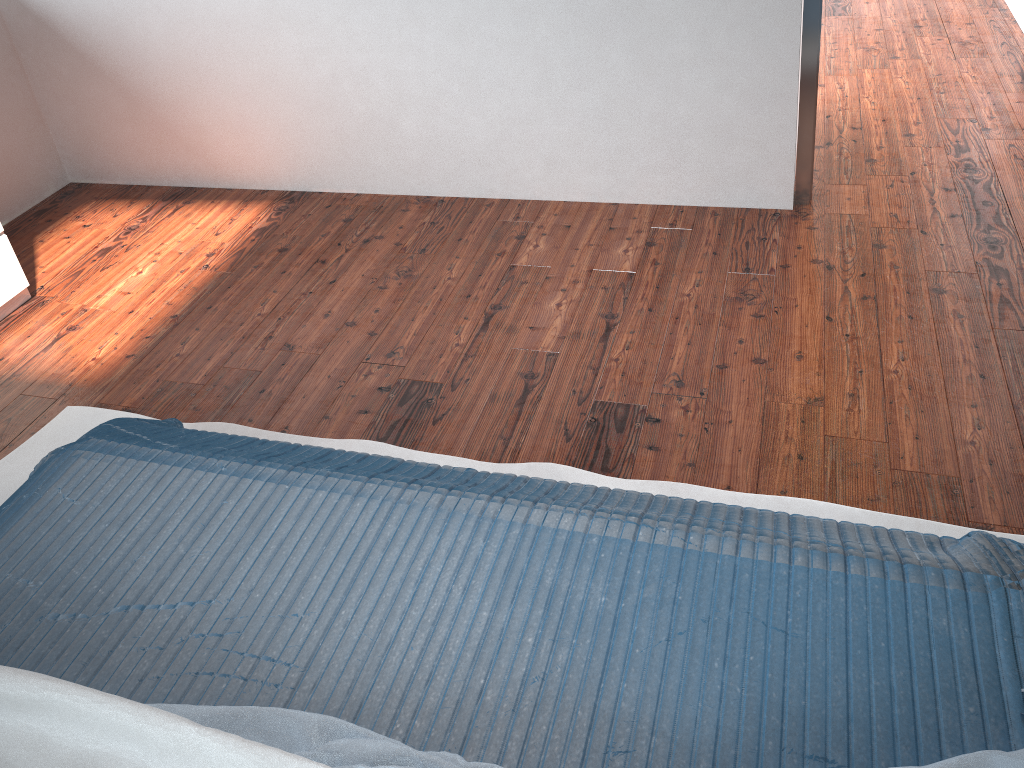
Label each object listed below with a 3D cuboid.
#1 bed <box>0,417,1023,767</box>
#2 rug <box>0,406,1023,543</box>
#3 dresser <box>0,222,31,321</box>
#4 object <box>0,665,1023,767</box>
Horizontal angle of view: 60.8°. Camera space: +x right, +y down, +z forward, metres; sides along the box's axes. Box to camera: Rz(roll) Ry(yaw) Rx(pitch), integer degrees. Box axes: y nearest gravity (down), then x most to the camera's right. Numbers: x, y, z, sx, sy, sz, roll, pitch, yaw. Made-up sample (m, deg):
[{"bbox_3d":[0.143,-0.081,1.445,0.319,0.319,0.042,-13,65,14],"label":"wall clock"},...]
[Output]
[{"bbox_3d":[-0.391,0.804,0.683,2.147,0.713,2.780,6,38,18],"label":"bed"},{"bbox_3d":[-0.219,0.761,1.252,2.721,0.045,1.945,5,38,17],"label":"rug"},{"bbox_3d":[-2.365,0.332,1.557,0.618,0.813,3.366,3,38,17],"label":"dresser"},{"bbox_3d":[-0.142,0.548,1.173,2.156,0.348,0.580,3,37,14],"label":"object"}]
